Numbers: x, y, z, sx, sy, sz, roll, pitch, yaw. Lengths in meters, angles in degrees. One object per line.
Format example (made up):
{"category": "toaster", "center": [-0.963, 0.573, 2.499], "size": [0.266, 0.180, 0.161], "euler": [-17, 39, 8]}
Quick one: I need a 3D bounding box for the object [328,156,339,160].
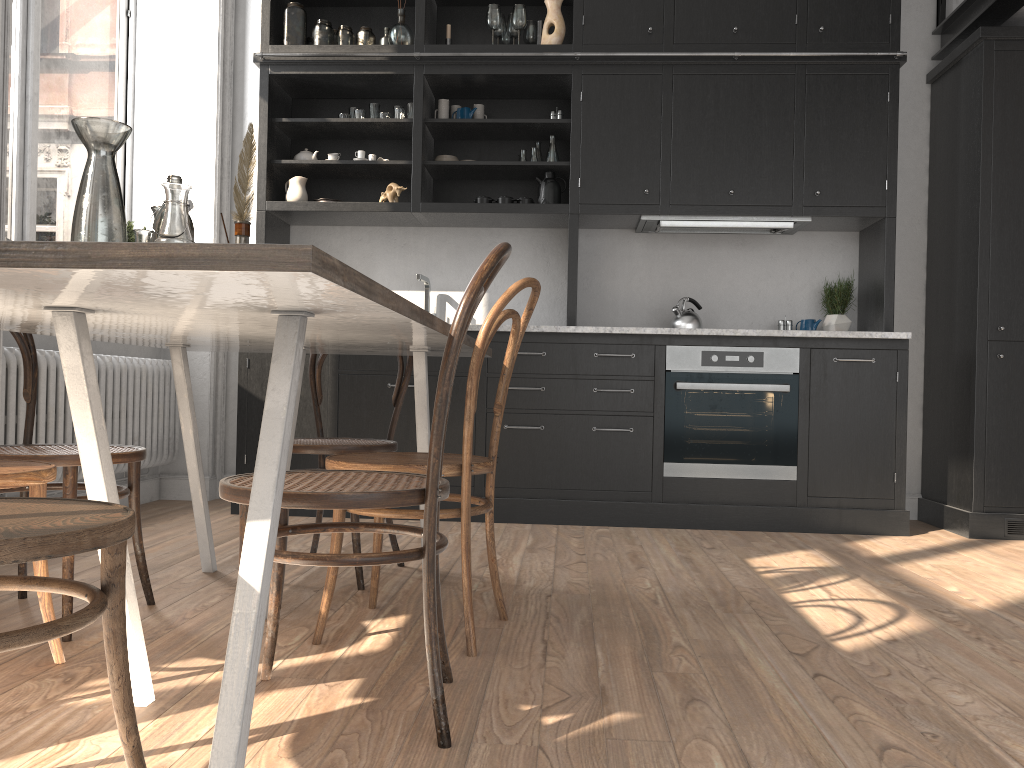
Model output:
{"category": "object", "center": [-0.949, -1.190, 4.710], "size": [0.056, 0.033, 0.058], "euler": [1, 0, -22]}

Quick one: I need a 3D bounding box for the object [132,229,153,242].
{"category": "object", "center": [-0.748, -0.231, 1.792], "size": [0.083, 0.158, 0.083], "euler": [1, 0, -1]}

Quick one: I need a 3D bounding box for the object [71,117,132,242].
{"category": "object", "center": [-0.855, -0.345, 1.840], "size": [0.116, 0.383, 0.116], "euler": [1, 0, 15]}

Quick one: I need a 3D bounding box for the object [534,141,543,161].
{"category": "object", "center": [0.137, -1.209, 4.727], "size": [0.083, 0.158, 0.083], "euler": [1, 0, 14]}

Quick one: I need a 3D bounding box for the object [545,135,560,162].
{"category": "object", "center": [0.209, -1.209, 4.605], "size": [0.083, 0.158, 0.083], "euler": [1, 0, -12]}

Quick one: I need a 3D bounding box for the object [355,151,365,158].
{"category": "object", "center": [-0.801, -1.204, 4.693], "size": [0.049, 0.055, 0.039], "euler": [1, 0, 24]}

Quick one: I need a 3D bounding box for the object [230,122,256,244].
{"category": "object", "center": [-0.637, -0.369, 2.096], "size": [0.157, 0.446, 0.157], "euler": [1, 0, 22]}

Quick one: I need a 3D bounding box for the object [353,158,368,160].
{"category": "object", "center": [-0.797, -1.179, 4.691], "size": [0.085, 0.016, 0.085], "euler": [1, -1, 44]}

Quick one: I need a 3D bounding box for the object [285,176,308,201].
{"category": "object", "center": [-1.130, -1.006, 4.655], "size": [0.115, 0.144, 0.127], "euler": [1, 0, -18]}

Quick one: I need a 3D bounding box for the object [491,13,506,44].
{"category": "object", "center": [-0.072, -1.820, 4.641], "size": [0.083, 0.221, 0.083], "euler": [1, 0, -4]}

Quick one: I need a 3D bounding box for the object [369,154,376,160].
{"category": "object", "center": [-0.738, -1.178, 4.667], "size": [0.039, 0.054, 0.049], "euler": [1, 0, 29]}

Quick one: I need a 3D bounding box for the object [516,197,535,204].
{"category": "object", "center": [0.068, -0.936, 4.574], "size": [0.088, 0.059, 0.104], "euler": [1, 0, 12]}

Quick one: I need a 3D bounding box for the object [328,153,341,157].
{"category": "object", "center": [-0.949, -1.210, 4.710], "size": [0.058, 0.047, 0.055], "euler": [1, 0, 19]}

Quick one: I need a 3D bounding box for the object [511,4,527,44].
{"category": "object", "center": [0.036, -1.819, 4.533], "size": [0.083, 0.221, 0.083], "euler": [1, 0, -40]}

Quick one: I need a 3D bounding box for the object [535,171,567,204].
{"category": "object", "center": [0.198, -0.999, 4.589], "size": [0.129, 0.192, 0.124], "euler": [1, 0, 31]}

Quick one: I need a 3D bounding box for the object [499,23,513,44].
{"category": "object", "center": [-0.033, -1.818, 4.765], "size": [0.083, 0.221, 0.083], "euler": [1, 0, 35]}

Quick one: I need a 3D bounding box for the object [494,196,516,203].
{"category": "object", "center": [-0.034, -0.938, 4.560], "size": [0.104, 0.059, 0.088], "euler": [1, 0, -18]}

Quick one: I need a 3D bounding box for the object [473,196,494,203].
{"category": "object", "center": [-0.145, -0.941, 4.574], "size": [0.104, 0.059, 0.088], "euler": [1, 0, -8]}

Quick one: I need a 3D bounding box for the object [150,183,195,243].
{"category": "object", "center": [-0.628, -0.260, 1.656], "size": [0.132, 0.219, 0.132], "euler": [1, 0, -7]}

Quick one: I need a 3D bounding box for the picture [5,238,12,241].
{"category": "picture", "center": [-2.098, -0.464, 3.712], "size": [0.149, 0.264, 0.221], "euler": [1, 0, -13]}

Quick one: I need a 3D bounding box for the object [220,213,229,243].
{"category": "object", "center": [-0.707, -0.288, 2.270], "size": [0.107, 0.283, 0.107], "euler": [1, 0, -1]}

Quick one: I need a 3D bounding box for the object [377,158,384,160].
{"category": "object", "center": [-0.698, -1.175, 4.707], "size": [0.049, 0.041, 0.056], "euler": [1, 0, -23]}

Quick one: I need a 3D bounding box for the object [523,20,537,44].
{"category": "object", "center": [0.100, -1.816, 4.727], "size": [0.083, 0.221, 0.083], "euler": [1, 0, 3]}

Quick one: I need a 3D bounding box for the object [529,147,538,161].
{"category": "object", "center": [0.114, -1.179, 4.609], "size": [0.058, 0.094, 0.058], "euler": [1, 0, 43]}

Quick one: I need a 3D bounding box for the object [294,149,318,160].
{"category": "object", "center": [-1.104, -1.208, 4.749], "size": [0.125, 0.100, 0.140], "euler": [1, 0, -15]}

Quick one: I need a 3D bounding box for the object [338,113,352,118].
{"category": "object", "center": [-0.884, -1.394, 4.684], "size": [0.071, 0.047, 0.071], "euler": [1, -1, 41]}

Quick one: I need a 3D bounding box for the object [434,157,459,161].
{"category": "object", "center": [-1.124, -0.301, 1.911], "size": [0.792, 1.842, 5.827], "euler": [1, 0, 9]}

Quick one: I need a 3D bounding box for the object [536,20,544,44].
{"category": "object", "center": [0.149, -1.797, 4.633], "size": [0.046, 0.186, 0.046], "euler": [1, 0, -24]}

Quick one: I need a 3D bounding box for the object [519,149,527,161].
{"category": "object", "center": [0.058, -1.180, 4.656], "size": [0.058, 0.094, 0.058], "euler": [1, 0, 43]}

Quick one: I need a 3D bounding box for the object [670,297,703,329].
{"category": "object", "center": [0.901, -0.357, 4.582], "size": [0.171, 0.186, 0.171], "euler": [1, 0, 15]}

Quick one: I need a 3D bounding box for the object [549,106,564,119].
{"category": "object", "center": [0.234, -1.404, 4.663], "size": [0.080, 0.116, 0.040], "euler": [1, 0, 24]}

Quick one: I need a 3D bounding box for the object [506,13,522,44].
{"category": "object", "center": [0.011, -1.818, 4.636], "size": [0.083, 0.221, 0.083], "euler": [1, 0, 3]}

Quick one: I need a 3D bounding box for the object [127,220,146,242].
{"category": "object", "center": [-2.006, -0.591, 4.505], "size": [0.234, 0.524, 0.500], "euler": [1, 0, -7]}

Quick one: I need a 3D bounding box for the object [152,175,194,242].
{"category": "object", "center": [-0.738, -0.301, 1.931], "size": [0.086, 0.301, 0.086], "euler": [1, 0, -11]}

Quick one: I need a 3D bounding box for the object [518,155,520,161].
{"category": "object", "center": [0.051, -1.179, 4.758], "size": [0.058, 0.094, 0.058], "euler": [1, 0, -20]}

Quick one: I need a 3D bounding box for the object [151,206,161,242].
{"category": "object", "center": [-0.804, -0.278, 2.049], "size": [0.100, 0.255, 0.098], "euler": [1, 0, -20]}

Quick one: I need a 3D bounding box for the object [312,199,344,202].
{"category": "object", "center": [-0.970, -0.947, 4.714], "size": [0.180, 0.037, 0.180], "euler": [1, -1, -11]}

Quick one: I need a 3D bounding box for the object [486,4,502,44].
{"category": "object", "center": [-0.095, -1.822, 4.539], "size": [0.083, 0.221, 0.083], "euler": [1, 0, 35]}

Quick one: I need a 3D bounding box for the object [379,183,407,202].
{"category": "object", "center": [-0.620, -0.984, 4.606], "size": [0.173, 0.123, 0.069], "euler": [1, 0, 36]}
